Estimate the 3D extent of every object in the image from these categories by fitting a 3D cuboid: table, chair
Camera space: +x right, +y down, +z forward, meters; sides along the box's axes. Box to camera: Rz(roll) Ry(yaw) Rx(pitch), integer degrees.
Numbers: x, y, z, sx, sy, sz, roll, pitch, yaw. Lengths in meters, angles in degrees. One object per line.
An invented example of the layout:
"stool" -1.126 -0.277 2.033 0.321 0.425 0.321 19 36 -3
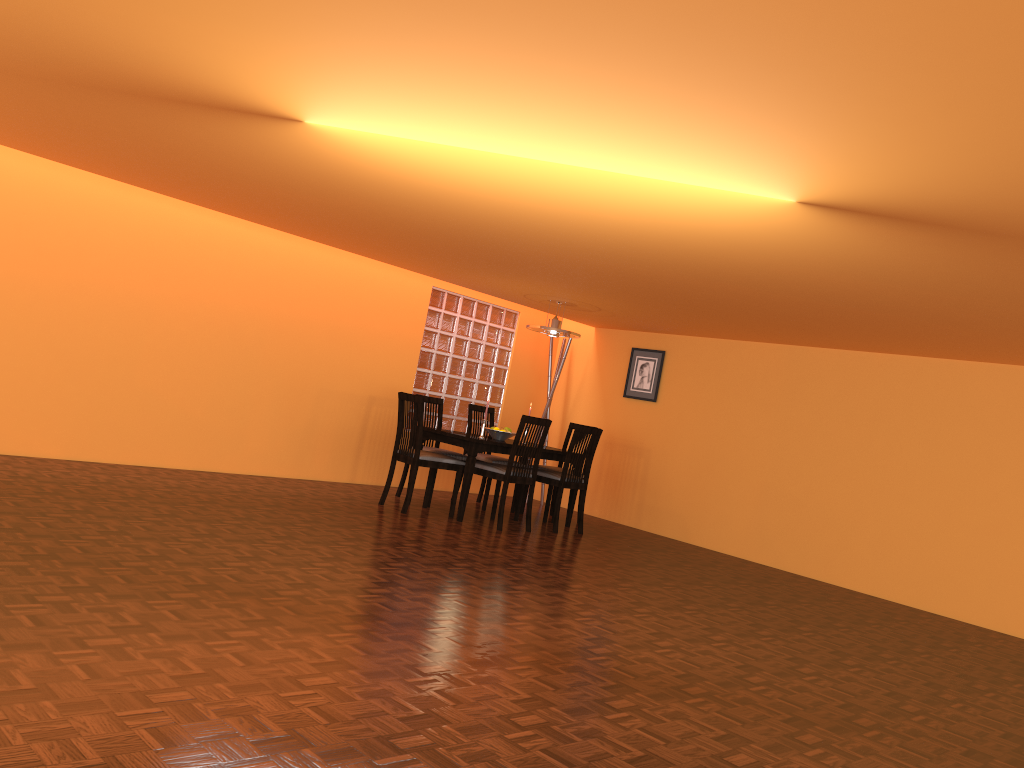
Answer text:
"table" -0.115 0.716 6.702 0.697 0.584 1.259 9 -2 45
"chair" 0.402 0.711 7.242 0.373 0.809 0.465 9 -2 40
"chair" -0.179 0.601 7.205 0.465 0.809 0.373 9 -2 45
"chair" -0.577 0.517 6.796 0.465 0.809 0.373 9 -2 45
"chair" 0.356 0.688 6.664 0.465 0.809 0.373 9 -2 45
"chair" -0.042 0.603 6.255 0.465 0.809 0.373 9 -2 45
"chair" -0.613 0.495 6.211 0.465 0.809 0.373 12 -2 -40

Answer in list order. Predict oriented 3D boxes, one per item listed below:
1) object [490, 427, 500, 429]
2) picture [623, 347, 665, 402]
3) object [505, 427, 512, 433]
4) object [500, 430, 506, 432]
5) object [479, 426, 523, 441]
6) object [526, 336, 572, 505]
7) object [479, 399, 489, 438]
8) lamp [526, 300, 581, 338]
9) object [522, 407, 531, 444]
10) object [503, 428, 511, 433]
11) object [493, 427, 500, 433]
"object" -0.129 0.364 6.692 0.087 0.076 0.089 12 -2 -39
"picture" 1.168 -0.084 7.852 0.361 0.456 0.014 9 -2 45
"object" -0.037 0.361 6.744 0.069 0.066 0.069 12 -2 -35
"object" -0.071 0.364 6.615 0.055 0.046 0.046 10 -1 8
"object" -0.092 0.386 6.690 0.337 0.072 0.337 10 -1 11
"object" 0.325 0.328 8.234 0.226 1.589 0.308 11 -2 -23
"object" -0.192 0.232 6.450 0.044 0.326 0.044 10 -2 34
"lamp" 0.343 -0.509 6.960 0.435 0.274 0.435 11 -2 -23
"object" 0.123 0.302 6.893 0.044 0.326 0.044 10 -2 34
"object" -0.034 0.373 6.664 0.055 0.070 0.066 10 -2 26
"object" -0.115 0.344 6.600 0.046 0.046 0.055 10 -2 28
